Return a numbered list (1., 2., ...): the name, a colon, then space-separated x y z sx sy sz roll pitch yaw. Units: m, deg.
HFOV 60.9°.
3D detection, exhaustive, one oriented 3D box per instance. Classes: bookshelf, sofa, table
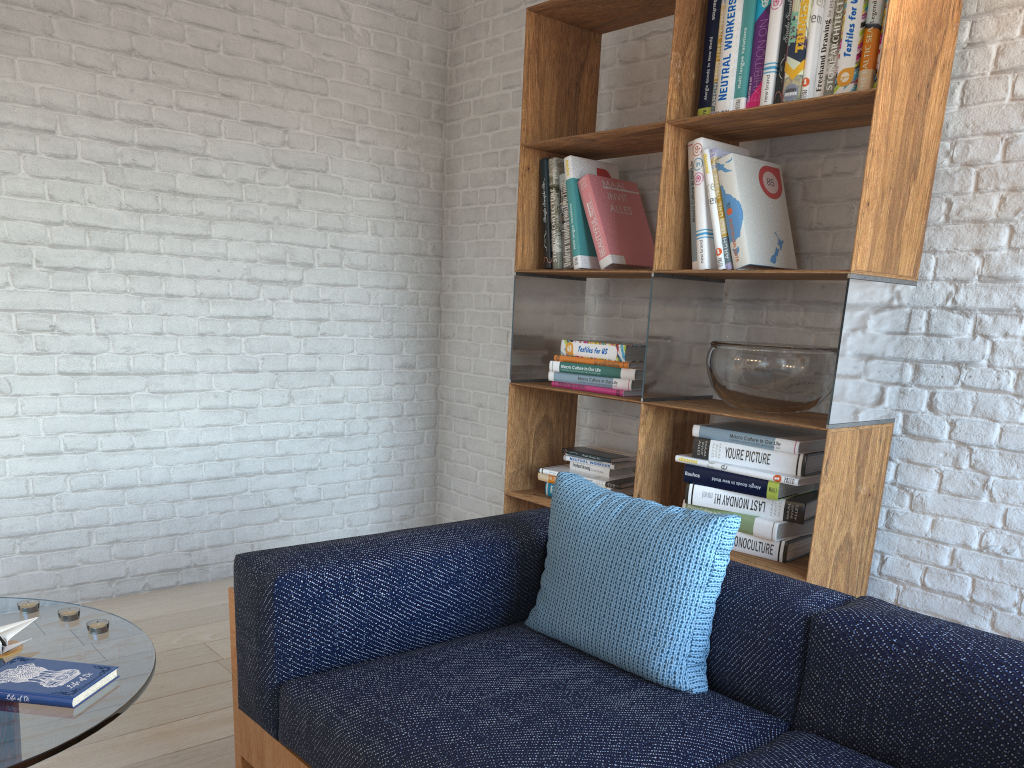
1. bookshelf: 0.564 -0.110 2.876 0.360 2.281 1.283 -10 18 -40
2. sofa: -0.719 0.802 0.754 3.913 0.684 2.032 -2 8 -40
3. table: -1.615 0.796 1.594 1.818 0.462 1.049 -1 8 -35

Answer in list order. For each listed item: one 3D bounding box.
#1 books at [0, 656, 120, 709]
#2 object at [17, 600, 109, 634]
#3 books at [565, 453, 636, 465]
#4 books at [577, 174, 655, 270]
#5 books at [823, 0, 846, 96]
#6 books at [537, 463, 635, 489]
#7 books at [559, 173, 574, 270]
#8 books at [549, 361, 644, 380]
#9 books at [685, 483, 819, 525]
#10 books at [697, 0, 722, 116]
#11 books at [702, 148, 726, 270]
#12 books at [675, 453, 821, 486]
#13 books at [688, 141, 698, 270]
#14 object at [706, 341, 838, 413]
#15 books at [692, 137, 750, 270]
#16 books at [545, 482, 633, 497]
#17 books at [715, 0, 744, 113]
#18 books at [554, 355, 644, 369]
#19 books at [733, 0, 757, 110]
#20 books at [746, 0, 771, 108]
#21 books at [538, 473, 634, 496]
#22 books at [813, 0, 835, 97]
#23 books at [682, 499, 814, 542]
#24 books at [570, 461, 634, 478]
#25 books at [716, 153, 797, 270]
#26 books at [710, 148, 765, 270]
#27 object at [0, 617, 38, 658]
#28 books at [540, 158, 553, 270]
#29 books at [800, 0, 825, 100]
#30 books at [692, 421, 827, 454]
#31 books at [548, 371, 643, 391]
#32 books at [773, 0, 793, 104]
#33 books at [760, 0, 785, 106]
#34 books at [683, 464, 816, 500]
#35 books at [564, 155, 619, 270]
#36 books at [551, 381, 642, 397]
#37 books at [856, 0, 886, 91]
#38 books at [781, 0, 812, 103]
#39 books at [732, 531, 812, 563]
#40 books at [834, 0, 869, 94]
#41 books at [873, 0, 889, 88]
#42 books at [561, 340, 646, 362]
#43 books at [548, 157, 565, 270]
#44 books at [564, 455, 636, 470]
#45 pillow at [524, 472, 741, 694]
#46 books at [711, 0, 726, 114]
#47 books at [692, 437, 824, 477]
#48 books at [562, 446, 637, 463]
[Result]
1. books: -0.952 0.605 1.772 0.231 0.023 0.157 3 5 7
2. object: -1.092 0.564 2.133 0.299 0.028 0.066 5 7 26
3. books: 0.338 0.274 3.266 0.154 0.008 0.237 -2 7 -41
4. books: 0.375 -0.556 3.059 0.252 0.330 0.190 -7 15 -40
5. books: 0.930 -0.937 2.315 0.241 0.397 0.035 -7 17 -39
6. books: 0.318 0.340 3.268 0.373 0.019 0.241 7 7 41
7. books: 0.286 -0.578 3.169 0.252 0.346 0.099 -7 17 -39
8. books: 0.356 -0.052 3.129 0.372 0.038 0.241 7 7 42
9. books: 0.771 0.358 2.743 0.374 0.067 0.240 7 7 35
10. books: 0.672 -0.948 2.623 0.252 0.342 0.054 -7 17 -39
11. books: 0.696 -0.519 2.669 0.269 0.361 0.121 -7 16 -39
12. books: 0.770 0.257 2.725 0.269 0.021 0.434 -2 7 -41
13. books: 0.648 -0.545 2.739 0.241 0.398 0.098 -7 17 -39
14. object: 0.796 -0.018 2.680 0.400 0.209 0.390 3 7 1
15. books: 0.655 -0.541 2.697 0.241 0.397 0.100 -7 17 -39
16. books: 0.319 0.415 3.284 0.253 0.057 0.317 -1 6 -31
17. books: 0.708 -0.941 2.555 0.252 0.342 0.054 -7 17 -39
18. books: 0.371 -0.081 3.136 0.269 0.021 0.348 -2 7 -43
19. books: 0.743 -0.964 2.517 0.241 0.397 0.035 -7 17 -39
20. books: 0.783 -0.932 2.499 0.252 0.342 0.054 -7 17 -39
21. books: 0.314 0.366 3.293 0.242 0.038 0.371 -2 7 -41
22. books: 0.916 -0.941 2.350 0.241 0.397 0.035 -7 17 -39
23. books: 0.773 0.417 2.777 0.280 0.057 0.353 -2 7 -39
24. books: 0.336 0.314 3.277 0.131 0.035 0.201 -2 7 -41
25. books: 0.737 -0.503 2.618 0.252 0.341 0.154 -7 16 -39
26. books: 0.717 -0.517 2.659 0.269 0.361 0.121 -7 16 -39
27. object: -1.144 0.547 1.924 0.194 0.094 0.180 1 7 -15
28. books: 0.209 -0.611 3.210 0.241 0.398 0.089 -7 17 -39
29. books: 0.886 -0.930 2.366 0.269 0.372 0.020 -7 17 -39
30. books: 0.787 0.163 2.706 0.242 0.038 0.371 -2 7 -41
31. books: 0.352 -0.016 3.151 0.372 0.038 0.241 8 7 44
32. books: 0.831 -0.951 2.424 0.241 0.397 0.035 -7 17 -39
33. books: 0.800 -0.955 2.445 0.241 0.397 0.035 -7 17 -39
34. books: 0.748 0.294 2.739 0.320 0.057 0.252 8 8 43
35. books: 0.299 -0.595 3.103 0.241 0.395 0.118 -7 17 -39
36. books: 0.362 0.013 3.156 0.269 0.021 0.348 -2 7 -41
37. books: 0.991 -0.928 2.246 0.241 0.397 0.035 -7 17 -39
38. books: 0.849 -0.919 2.388 0.252 0.342 0.054 -7 17 -39
39. books: 0.757 0.477 2.779 0.372 0.067 0.241 8 8 43
40. books: 0.954 -0.905 2.285 0.252 0.342 0.054 -7 17 -39
41. books: 1.034 -0.896 2.228 0.252 0.342 0.054 -7 17 -39
42. books: 0.377 -0.119 3.119 0.253 0.057 0.319 -2 7 -39
43. books: 0.239 -0.608 3.188 0.241 0.398 0.089 -7 17 -39
44. books: 0.339 0.286 3.278 0.232 0.019 0.168 7 7 42
45. pillow: 0.263 0.451 2.057 0.221 0.423 0.542 -9 14 -41
46. books: 0.697 -0.959 2.591 0.269 0.372 0.020 -7 17 -39
47. books: 0.791 0.215 2.719 0.372 0.067 0.241 8 8 43
48. books: 0.330 0.261 3.252 0.160 0.018 0.246 -2 7 -41
